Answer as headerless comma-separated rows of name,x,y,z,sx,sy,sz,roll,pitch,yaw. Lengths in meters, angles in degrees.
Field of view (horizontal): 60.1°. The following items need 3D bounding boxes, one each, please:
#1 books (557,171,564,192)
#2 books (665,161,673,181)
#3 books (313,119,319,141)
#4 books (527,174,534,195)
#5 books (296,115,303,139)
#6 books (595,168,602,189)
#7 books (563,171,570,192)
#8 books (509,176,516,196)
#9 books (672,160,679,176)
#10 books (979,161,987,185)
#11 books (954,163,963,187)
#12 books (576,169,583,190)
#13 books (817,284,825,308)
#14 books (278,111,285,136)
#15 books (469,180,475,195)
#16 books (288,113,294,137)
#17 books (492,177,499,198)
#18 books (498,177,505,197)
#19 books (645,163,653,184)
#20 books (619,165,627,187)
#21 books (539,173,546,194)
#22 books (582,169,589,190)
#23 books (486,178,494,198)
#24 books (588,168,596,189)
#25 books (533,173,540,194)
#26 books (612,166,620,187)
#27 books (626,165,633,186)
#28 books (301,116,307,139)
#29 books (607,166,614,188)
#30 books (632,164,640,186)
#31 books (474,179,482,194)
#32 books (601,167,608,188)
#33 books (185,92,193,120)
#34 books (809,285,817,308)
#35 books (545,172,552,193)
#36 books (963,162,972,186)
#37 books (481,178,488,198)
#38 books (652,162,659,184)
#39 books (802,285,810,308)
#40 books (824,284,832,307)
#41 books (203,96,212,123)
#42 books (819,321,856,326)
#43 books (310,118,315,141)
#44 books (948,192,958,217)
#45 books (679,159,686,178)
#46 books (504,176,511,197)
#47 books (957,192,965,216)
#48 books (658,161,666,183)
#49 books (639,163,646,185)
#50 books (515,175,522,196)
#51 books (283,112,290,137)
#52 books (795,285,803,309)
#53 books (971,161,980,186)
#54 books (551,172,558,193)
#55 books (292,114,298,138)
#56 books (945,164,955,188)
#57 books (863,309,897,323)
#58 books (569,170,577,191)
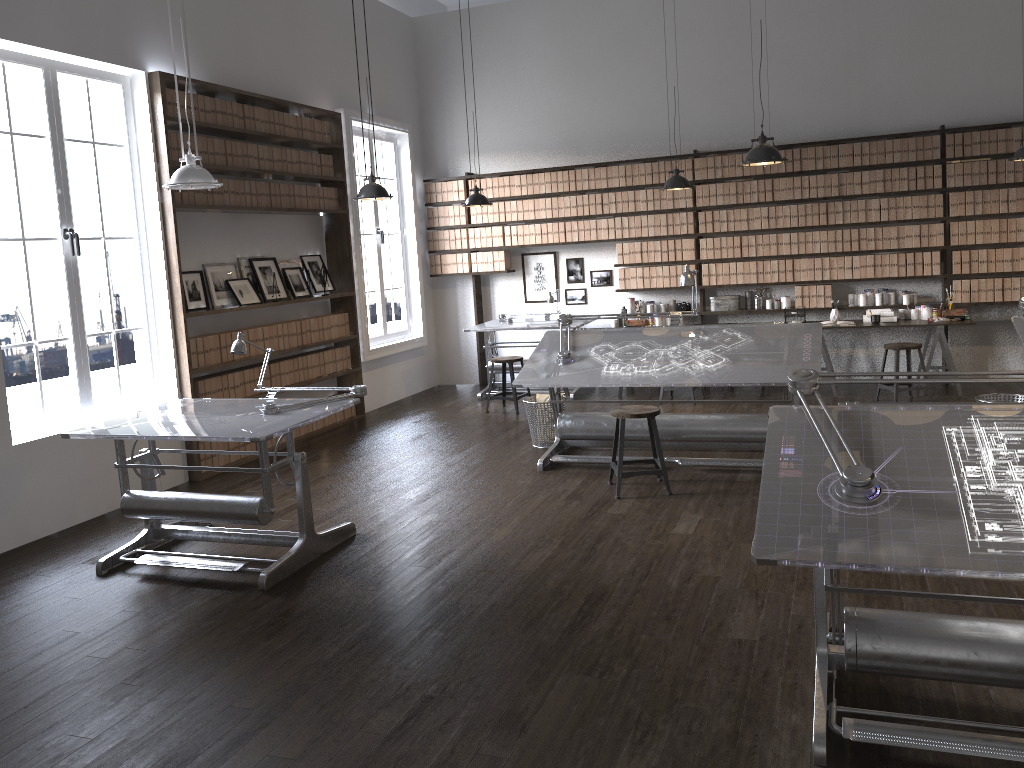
books,0.555,-2.223,9.752,0.066,0.224,0.175,-1,7,21
books,1.669,-2.231,9.335,0.066,0.224,0.175,-1,7,21
books,-1.922,-2.383,8.376,0.174,0.224,0.067,-1,6,21
books,0.230,-2.220,9.875,0.066,0.224,0.175,-1,7,21
books,-2.021,-2.339,8.124,0.174,0.224,0.067,-1,6,21
books,0.956,-2.226,9.604,0.066,0.224,0.175,-1,7,21
books,0.618,-2.223,9.731,0.066,0.224,0.175,-1,7,21
books,0.038,-2.219,9.947,0.066,0.224,0.175,-1,7,21
books,1.735,-2.232,9.312,0.066,0.224,0.175,-1,7,21
books,4.424,-1.978,8.335,0.066,0.224,0.175,-1,7,21
books,4.233,-1.976,8.400,0.066,0.224,0.175,-1,7,21
books,0.757,-2.225,9.679,0.066,0.224,0.175,-1,7,21
books,3.122,-0.890,8.952,0.066,0.224,0.175,-1,7,21
books,-2.114,-2.292,7.857,0.174,0.224,0.067,-1,6,21
books,-0.426,-2.216,10.123,0.066,0.224,0.175,-1,7,21
books,-2.067,-2.316,7.993,0.174,0.224,0.067,-1,6,21
books,-0.154,-2.218,10.021,0.066,0.224,0.175,-1,7,21
books,-0.087,-2.218,9.996,0.066,0.224,0.175,-1,7,21
books,1.470,-2.229,9.404,0.066,0.224,0.175,-1,7,21
books,1.207,-2.227,9.504,0.067,0.224,0.175,-1,7,21
books,0.360,-2.221,9.824,0.066,0.224,0.175,-1,7,21
books,0.822,-2.224,9.650,0.066,0.224,0.175,-1,7,21
books,-0.221,-2.216,10.042,0.066,0.224,0.175,-1,7,21
books,0.890,-2.225,9.629,0.066,0.224,0.175,-1,7,21
books,0.296,-2.221,9.853,0.066,0.224,0.175,-1,7,21
books,1.140,-2.227,9.532,0.066,0.224,0.175,-1,7,21
books,1.274,-2.228,9.483,0.066,0.224,0.175,-1,7,21
books,-1.993,-2.350,8.188,0.174,0.224,0.067,-1,6,21
books,1.081,-2.227,9.555,0.066,0.224,0.175,-1,7,21
books,1.340,-2.229,9.461,0.066,0.224,0.175,-1,7,21
books,-0.358,-2.215,10.092,0.067,0.224,0.175,-1,7,21
books,1.017,-2.225,9.574,0.067,0.224,0.175,-1,7,21
books,-2.533,-2.100,6.754,0.174,0.224,0.067,-1,6,21
books,3.057,-0.890,8.981,0.066,0.224,0.175,-1,7,21
books,0.427,-2.221,9.796,0.066,0.224,0.175,-1,7,21
books,4.301,-1.976,8.374,0.067,0.224,0.175,-1,7,21
books,-0.286,-2.217,10.071,0.066,0.224,0.175,-1,7,21
books,1.538,-2.229,9.378,0.067,0.224,0.175,-1,7,21
books,2.991,-0.890,9.005,0.066,0.224,0.175,-1,7,21
books,3.190,-0.891,8.931,0.066,0.224,0.175,-1,7,21
books,-2.455,-2.134,6.951,0.174,0.224,0.067,-1,6,21
books,3.094,-0.580,8.464,0.354,0.029,0.258,0,9,21
books,-1.949,-2.372,8.315,0.174,0.224,0.067,-1,6,21
books,4.205,-1.710,8.448,0.066,0.224,0.175,-1,7,21
books,1.799,-2.232,9.284,0.066,0.224,0.175,-1,7,21
books,-0.026,-2.218,9.966,0.067,0.224,0.175,-1,7,21
books,4.262,-1.710,8.421,0.067,0.224,0.175,-1,7,21
books,1.599,-2.231,9.360,0.066,0.224,0.175,-1,7,21
books,1.404,-2.229,9.433,0.066,0.224,0.175,-1,7,21
books,0.096,-2.219,9.924,0.066,0.224,0.175,-1,7,21
books,-2.089,-2.304,7.925,0.174,0.224,0.067,-1,6,21
books,2.926,-0.888,9.024,0.067,0.224,0.175,-1,7,21
books,4.361,-1.977,8.356,0.066,0.224,0.175,-1,7,21
books,0.495,-2.221,9.770,0.067,0.224,0.175,-1,7,21
books,-2.047,-2.327,8.060,0.174,0.224,0.067,-1,6,21
books,4.166,-1.976,8.428,0.066,0.224,0.175,-1,7,21
books,3.523,-0.666,8.484,0.294,0.147,0.388,-1,9,21
books,0.685,-2.223,9.700,0.067,0.224,0.175,-1,7,21
